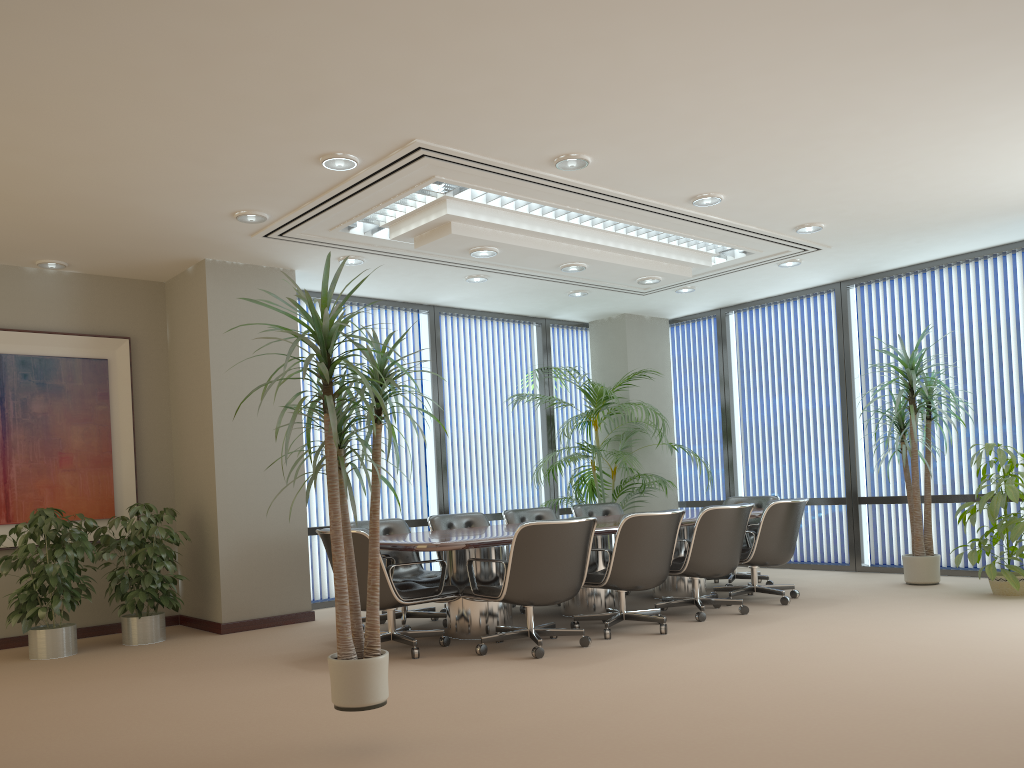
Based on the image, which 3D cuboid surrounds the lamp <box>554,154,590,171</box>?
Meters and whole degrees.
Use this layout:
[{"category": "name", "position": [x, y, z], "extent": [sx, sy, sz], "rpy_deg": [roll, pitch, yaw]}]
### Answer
[{"category": "lamp", "position": [0.367, -1.347, 5.387], "extent": [0.226, 0.035, 0.225], "rpy_deg": [-8, -8, 39]}]

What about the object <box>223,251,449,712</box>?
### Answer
[{"category": "object", "position": [-0.686, 0.428, 3.663], "extent": [0.808, 1.828, 0.817], "rpy_deg": [-4, -2, 25]}]

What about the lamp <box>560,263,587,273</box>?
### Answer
[{"category": "lamp", "position": [0.506, -0.951, 7.257], "extent": [0.225, 0.035, 0.227], "rpy_deg": [-1, -7, -16]}]

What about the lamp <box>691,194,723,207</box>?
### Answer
[{"category": "lamp", "position": [1.383, -1.299, 6.254], "extent": [0.225, 0.035, 0.227], "rpy_deg": [-1, -7, -16]}]

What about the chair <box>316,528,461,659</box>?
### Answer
[{"category": "chair", "position": [-0.851, 1.380, 5.953], "extent": [0.852, 0.856, 0.763], "rpy_deg": [0, -4, -41]}]

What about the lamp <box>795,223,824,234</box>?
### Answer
[{"category": "lamp", "position": [2.400, -1.250, 7.121], "extent": [0.225, 0.035, 0.227], "rpy_deg": [-1, -7, -16]}]

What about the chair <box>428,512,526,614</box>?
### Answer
[{"category": "chair", "position": [-0.264, 1.542, 7.609], "extent": [0.758, 0.856, 0.857], "rpy_deg": [0, -4, -41]}]

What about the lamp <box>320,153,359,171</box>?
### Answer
[{"category": "lamp", "position": [-1.014, -1.301, 5.190], "extent": [0.225, 0.035, 0.226], "rpy_deg": [2, -8, -37]}]

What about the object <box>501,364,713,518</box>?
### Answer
[{"category": "object", "position": [0.991, 0.918, 9.823], "extent": [2.164, 2.472, 2.100], "rpy_deg": [-2, -3, -20]}]

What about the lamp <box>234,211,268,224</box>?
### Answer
[{"category": "lamp", "position": [-1.811, -1.152, 6.126], "extent": [0.225, 0.035, 0.227], "rpy_deg": [0, -7, -23]}]

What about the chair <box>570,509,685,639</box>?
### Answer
[{"category": "chair", "position": [0.820, 1.340, 6.335], "extent": [0.758, 0.856, 0.857], "rpy_deg": [0, -4, -41]}]

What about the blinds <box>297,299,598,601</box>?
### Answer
[{"category": "blinds", "position": [-0.365, 0.707, 9.860], "extent": [4.893, 2.900, 0.032], "rpy_deg": [1, -3, -40]}]

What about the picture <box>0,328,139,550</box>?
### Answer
[{"category": "picture", "position": [-3.741, 0.446, 7.167], "extent": [1.294, 1.742, 0.058], "rpy_deg": [-1, -2, -41]}]

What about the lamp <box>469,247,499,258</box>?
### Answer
[{"category": "lamp", "position": [-0.213, -0.986, 6.645], "extent": [0.225, 0.035, 0.227], "rpy_deg": [0, -7, -23]}]

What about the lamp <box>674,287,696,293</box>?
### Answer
[{"category": "lamp", "position": [1.810, -0.979, 9.214], "extent": [0.225, 0.035, 0.226], "rpy_deg": [1, -7, -30]}]

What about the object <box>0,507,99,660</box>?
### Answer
[{"category": "object", "position": [-3.379, 1.456, 6.508], "extent": [0.801, 1.090, 0.736], "rpy_deg": [-4, -3, 31]}]

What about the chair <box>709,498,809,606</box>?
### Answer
[{"category": "chair", "position": [2.066, 1.406, 7.451], "extent": [0.857, 0.856, 0.734], "rpy_deg": [-6, -5, 44]}]

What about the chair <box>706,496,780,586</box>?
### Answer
[{"category": "chair", "position": [2.169, 1.525, 8.528], "extent": [0.852, 0.856, 0.763], "rpy_deg": [0, -4, -41]}]

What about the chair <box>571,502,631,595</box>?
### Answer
[{"category": "chair", "position": [1.053, 1.599, 8.678], "extent": [0.758, 0.856, 0.857], "rpy_deg": [-1, -4, -36]}]

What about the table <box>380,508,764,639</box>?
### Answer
[{"category": "table", "position": [0.632, 1.510, 7.256], "extent": [4.068, 0.747, 1.516], "rpy_deg": [3, -8, -40]}]

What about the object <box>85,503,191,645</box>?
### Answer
[{"category": "object", "position": [-2.939, 1.487, 6.969], "extent": [0.735, 1.090, 0.802], "rpy_deg": [-3, -3, -9]}]

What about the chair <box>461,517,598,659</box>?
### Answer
[{"category": "chair", "position": [0.121, 1.314, 5.798], "extent": [0.752, 0.856, 0.862], "rpy_deg": [-1, -4, -37]}]

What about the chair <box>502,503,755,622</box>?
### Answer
[{"category": "chair", "position": [0.923, 1.472, 7.523], "extent": [0.758, 0.855, 2.543], "rpy_deg": [0, -6, -41]}]

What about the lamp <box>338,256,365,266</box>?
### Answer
[{"category": "lamp", "position": [-1.347, -1.029, 7.402], "extent": [0.225, 0.035, 0.227], "rpy_deg": [0, -7, -23]}]

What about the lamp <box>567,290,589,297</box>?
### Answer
[{"category": "lamp", "position": [0.686, -0.931, 9.136], "extent": [0.225, 0.035, 0.227], "rpy_deg": [-1, -7, -16]}]

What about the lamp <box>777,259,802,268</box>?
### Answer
[{"category": "lamp", "position": [2.606, -1.127, 8.278], "extent": [0.226, 0.035, 0.225], "rpy_deg": [-8, -8, 39]}]

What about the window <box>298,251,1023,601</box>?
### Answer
[{"category": "window", "position": [1.534, 0.603, 9.729], "extent": [7.374, 2.906, 3.548], "rpy_deg": [-3, -4, 5]}]

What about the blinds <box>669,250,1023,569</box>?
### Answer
[{"category": "blinds", "position": [3.370, 0.482, 9.542], "extent": [0.050, 2.899, 4.958], "rpy_deg": [-2, -4, -41]}]

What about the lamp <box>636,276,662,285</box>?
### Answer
[{"category": "lamp", "position": [1.224, -0.917, 7.870], "extent": [0.225, 0.035, 0.227], "rpy_deg": [-1, -7, -16]}]

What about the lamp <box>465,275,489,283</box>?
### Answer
[{"category": "lamp", "position": [-0.331, -0.980, 8.269], "extent": [0.225, 0.035, 0.227], "rpy_deg": [-1, -7, -16]}]

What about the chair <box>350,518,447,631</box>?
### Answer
[{"category": "chair", "position": [-0.885, 1.506, 7.027], "extent": [0.857, 0.856, 0.758], "rpy_deg": [-6, -5, 44]}]

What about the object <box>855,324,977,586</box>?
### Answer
[{"category": "object", "position": [3.672, 0.665, 7.981], "extent": [1.020, 2.308, 1.032], "rpy_deg": [-4, -2, 25]}]

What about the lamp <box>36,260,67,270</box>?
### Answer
[{"category": "lamp", "position": [-3.684, -0.950, 7.059], "extent": [0.225, 0.035, 0.226], "rpy_deg": [1, -7, -30]}]

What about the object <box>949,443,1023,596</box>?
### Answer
[{"category": "object", "position": [4.059, 1.116, 7.093], "extent": [0.981, 1.309, 0.857], "rpy_deg": [-4, -3, 20]}]
